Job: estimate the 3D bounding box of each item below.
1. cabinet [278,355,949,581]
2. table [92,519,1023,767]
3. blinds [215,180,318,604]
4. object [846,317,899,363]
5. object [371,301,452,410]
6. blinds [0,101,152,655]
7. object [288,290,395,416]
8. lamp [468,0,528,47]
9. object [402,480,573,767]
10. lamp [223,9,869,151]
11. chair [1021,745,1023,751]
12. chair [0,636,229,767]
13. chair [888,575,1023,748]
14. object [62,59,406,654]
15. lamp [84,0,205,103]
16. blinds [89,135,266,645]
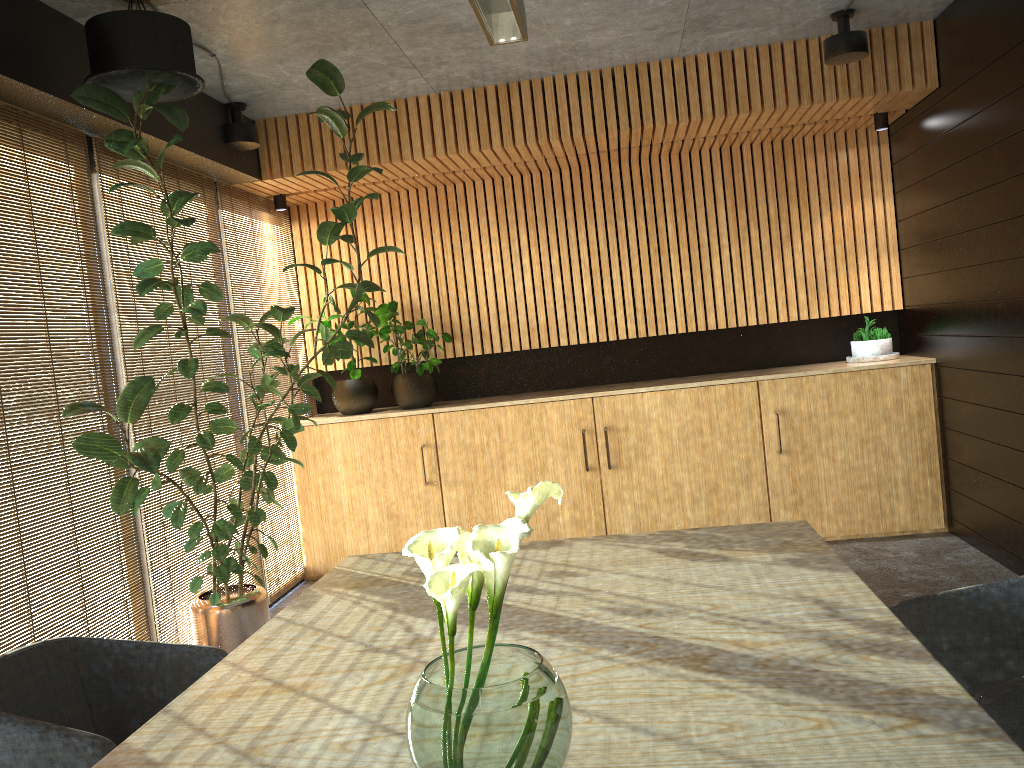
[{"bbox_3d":[0.715,0.674,7.120,4.954,1.272,1.006,-6,3,8],"label":"cabinet"},{"bbox_3d":[0.030,1.193,1.588,1.816,0.927,3.932,-6,3,8],"label":"table"},{"bbox_3d":[-1.817,0.030,6.997,0.039,3.038,1.422,-6,3,8],"label":"blinds"},{"bbox_3d":[2.779,-0.354,6.867,0.384,0.347,0.384,-5,3,30],"label":"object"},{"bbox_3d":[-0.856,-0.238,7.158,0.679,0.880,0.512,-6,3,11],"label":"object"},{"bbox_3d":[-2.187,0.215,4.064,0.039,3.038,1.422,-6,3,8],"label":"blinds"},{"bbox_3d":[-1.370,-0.273,7.236,0.640,1.054,0.666,-9,4,-41],"label":"object"},{"bbox_3d":[-0.295,-1.513,1.471,0.151,0.618,4.009,-6,3,8],"label":"lamp"},{"bbox_3d":[-0.051,0.462,1.574,0.295,0.546,0.322,-5,3,17],"label":"object"},{"bbox_3d":[0.099,-1.938,5.679,4.179,0.294,0.257,-6,3,8],"label":"lamp"},{"bbox_3d":[1.254,1.060,1.425,0.761,0.944,0.706,-6,3,8],"label":"chair"},{"bbox_3d":[-1.198,1.268,2.656,0.761,0.944,0.706,-6,3,8],"label":"chair"},{"bbox_3d":[1.367,1.003,2.315,0.761,0.944,0.706,-6,3,8],"label":"chair"},{"bbox_3d":[-1.639,0.033,4.951,1.875,3.266,1.958,-9,4,-44],"label":"object"},{"bbox_3d":[-1.700,-1.573,4.055,0.513,0.497,0.513,-7,3,-22],"label":"lamp"},{"bbox_3d":[-2.000,0.122,5.543,0.039,3.038,1.422,-6,3,8],"label":"blinds"}]
